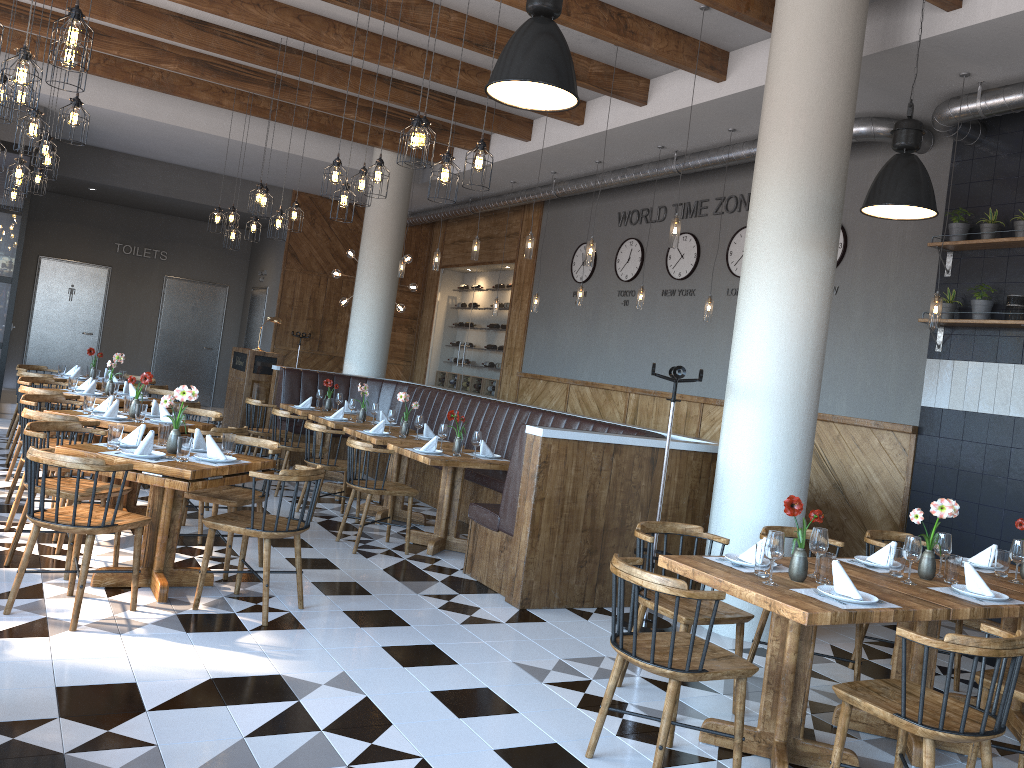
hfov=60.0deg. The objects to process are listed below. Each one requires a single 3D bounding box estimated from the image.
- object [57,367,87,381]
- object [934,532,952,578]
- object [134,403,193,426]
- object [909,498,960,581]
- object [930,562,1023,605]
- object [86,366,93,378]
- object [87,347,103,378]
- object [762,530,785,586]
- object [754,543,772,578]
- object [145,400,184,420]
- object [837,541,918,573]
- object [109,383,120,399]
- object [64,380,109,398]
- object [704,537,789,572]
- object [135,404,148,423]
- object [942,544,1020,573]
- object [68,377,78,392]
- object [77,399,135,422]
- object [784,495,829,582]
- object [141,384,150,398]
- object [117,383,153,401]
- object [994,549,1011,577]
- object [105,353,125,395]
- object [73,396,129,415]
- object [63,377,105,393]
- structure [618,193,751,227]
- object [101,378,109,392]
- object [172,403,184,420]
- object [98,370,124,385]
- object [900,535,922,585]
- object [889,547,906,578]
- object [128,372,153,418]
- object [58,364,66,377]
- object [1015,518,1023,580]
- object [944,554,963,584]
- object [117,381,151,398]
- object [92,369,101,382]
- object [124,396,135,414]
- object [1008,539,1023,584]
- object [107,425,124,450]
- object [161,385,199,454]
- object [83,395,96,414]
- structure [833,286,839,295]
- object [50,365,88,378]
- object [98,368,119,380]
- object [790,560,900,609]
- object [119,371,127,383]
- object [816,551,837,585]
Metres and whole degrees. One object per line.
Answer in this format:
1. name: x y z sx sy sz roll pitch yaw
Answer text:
1. object: -4.739 -0.121 9.619 0.352 0.137 0.271 8 0 15
2. object: 2.120 0.843 4.369 0.081 0.215 0.081 9 -2 -38
3. object: -2.557 0.220 6.559 0.273 0.137 0.351 8 1 15
4. object: 2.001 0.736 4.229 0.207 0.400 0.146 7 -1 19
5. object: 2.112 0.887 3.999 0.351 0.137 0.272 7 1 -30
6. object: -4.828 -0.139 10.137 0.080 0.132 0.080 8 -1 -5
7. object: -4.689 -0.229 9.895 0.171 0.355 0.156 7 -1 17
8. object: 1.074 0.714 3.639 0.081 0.215 0.081 7 -1 24
9. object: 1.073 0.754 3.779 0.080 0.132 0.080 8 -1 0
10. object: -2.750 0.189 6.884 0.352 0.137 0.271 8 0 15
11. object: 1.859 0.846 4.460 0.351 0.137 0.272 7 1 -30
12. object: -3.583 0.063 7.972 0.080 0.132 0.080 8 -1 -15
13. object: -3.805 0.030 7.985 0.352 0.137 0.271 8 0 15
14. object: 1.095 0.751 4.019 0.351 0.137 0.272 7 1 -30
15. object: -2.664 0.211 6.358 0.080 0.132 0.080 8 -1 -15
16. object: 2.592 0.938 4.882 0.351 0.137 0.272 7 1 -30
17. object: -4.008 0.004 8.082 0.080 0.132 0.080 8 -1 -15
18. object: -2.881 0.180 6.369 0.352 0.137 0.271 8 0 15
19. object: 1.285 0.669 3.847 0.294 0.355 0.166 8 -1 -24
20. object: -3.481 0.069 8.400 0.080 0.132 0.080 8 -1 -15
21. object: -3.481 0.071 8.176 0.273 0.137 0.351 8 1 15
22. object: 2.569 0.941 4.642 0.080 0.132 0.080 8 -1 0
23. object: -3.699 -0.093 8.247 0.146 0.400 0.207 8 -1 -18
24. object: -3.074 0.149 6.694 0.273 0.137 0.351 8 1 15
25. object: -3.997 -0.001 8.310 0.273 0.137 0.351 8 1 15
26. structure: 2.052 -2.032 10.367 0.033 0.199 2.734 8 0 -30
27. object: -3.897 0.012 8.502 0.080 0.132 0.080 8 -1 -15
28. object: -2.562 0.218 6.786 0.080 0.132 0.080 8 -1 -25
29. object: -4.415 -0.081 9.809 0.273 0.137 0.351 8 1 15
30. object: 1.838 0.810 4.080 0.081 0.215 0.081 7 -1 24
31. object: 1.837 0.849 4.220 0.080 0.132 0.080 8 -1 0
32. object: -2.772 0.080 6.605 0.171 0.355 0.155 7 -1 25
33. object: -4.939 -0.147 9.717 0.080 0.132 0.079 7 -1 35
34. object: 2.709 0.848 4.605 0.156 0.355 0.171 7 -1 8
35. object: 2.101 0.885 4.227 0.080 0.132 0.080 8 -1 -15
36. object: -3.673 0.040 8.501 0.352 0.137 0.271 8 0 15
37. object: -4.514 -0.088 9.607 0.080 0.132 0.080 8 -1 -15
38. object: -2.978 0.161 6.888 0.080 0.132 0.080 8 -1 -25
39. object: 2.570 0.902 4.502 0.081 0.215 0.081 9 -2 -38
40. object: -2.203 0.296 4.912 0.080 0.132 0.079 7 -1 35
41. object: -1.908 0.198 5.041 0.206 0.400 0.146 8 -1 -10
42. object: -3.089 0.153 6.468 0.080 0.132 0.080 8 -1 -25
43. structure: 2.938 -0.840 8.555 0.021 0.200 0.499 9 0 -30
44. object: -4.931 -0.152 9.944 0.273 0.137 0.351 8 1 15
45. object: -4.607 -0.112 10.134 0.352 0.137 0.271 8 0 15
46. object: 1.347 0.792 3.559 0.351 0.137 0.272 7 1 -30
47. object: -4.412 -0.081 10.035 0.080 0.132 0.080 8 -1 -5
48. object: 1.337 0.789 3.786 0.080 0.132 0.080 8 -1 5
